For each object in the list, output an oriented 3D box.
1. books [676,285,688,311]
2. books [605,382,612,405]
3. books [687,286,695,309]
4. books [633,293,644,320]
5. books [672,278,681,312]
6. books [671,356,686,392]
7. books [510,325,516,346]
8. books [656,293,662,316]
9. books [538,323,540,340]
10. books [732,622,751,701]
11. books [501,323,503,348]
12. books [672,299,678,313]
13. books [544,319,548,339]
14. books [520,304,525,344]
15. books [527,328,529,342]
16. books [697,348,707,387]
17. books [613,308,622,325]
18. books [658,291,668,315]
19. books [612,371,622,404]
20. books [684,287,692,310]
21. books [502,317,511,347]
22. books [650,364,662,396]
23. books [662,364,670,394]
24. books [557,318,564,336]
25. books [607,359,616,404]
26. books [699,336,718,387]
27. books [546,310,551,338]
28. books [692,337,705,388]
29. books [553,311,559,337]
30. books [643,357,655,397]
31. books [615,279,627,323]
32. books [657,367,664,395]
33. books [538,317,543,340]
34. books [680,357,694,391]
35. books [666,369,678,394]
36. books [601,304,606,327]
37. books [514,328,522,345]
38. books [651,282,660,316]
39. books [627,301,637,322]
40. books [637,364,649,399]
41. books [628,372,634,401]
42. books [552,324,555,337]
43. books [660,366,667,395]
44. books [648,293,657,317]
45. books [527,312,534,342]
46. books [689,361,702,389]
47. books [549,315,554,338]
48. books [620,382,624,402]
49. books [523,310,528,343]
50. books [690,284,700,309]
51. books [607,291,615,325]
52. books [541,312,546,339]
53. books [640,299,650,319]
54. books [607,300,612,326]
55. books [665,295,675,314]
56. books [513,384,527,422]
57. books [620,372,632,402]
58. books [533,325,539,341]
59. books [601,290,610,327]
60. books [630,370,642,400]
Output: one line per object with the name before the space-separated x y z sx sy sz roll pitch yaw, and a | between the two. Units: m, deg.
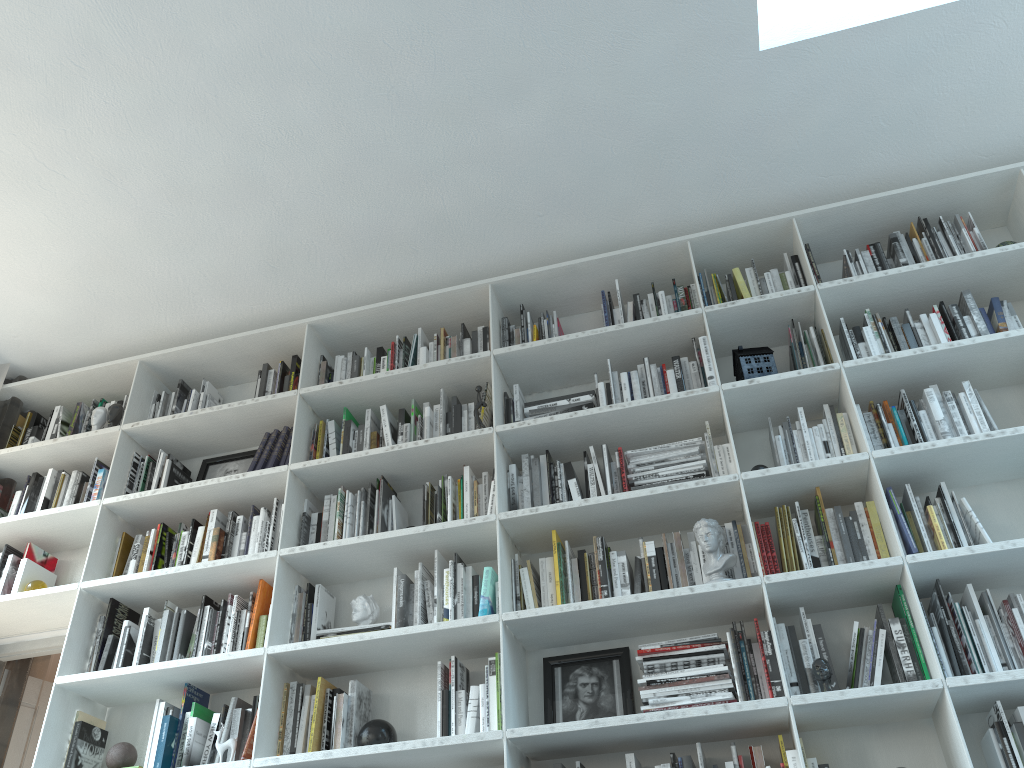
books | 0.714 -0.260 3.629 0.028 0.242 0.162 -11 -37 11
books | 0.403 0.120 3.492 0.024 0.222 0.129 -11 -37 11
books | 0.748 -0.263 3.622 0.014 0.237 0.154 -11 -37 11
books | 0.541 -0.229 3.681 0.028 0.268 0.141 -11 -37 11
books | 0.696 -0.278 3.658 0.012 0.306 0.139 -11 -37 11
books | 0.659 0.040 3.420 0.032 0.247 0.174 -11 -37 11
books | 0.025 -0.114 3.769 0.023 0.226 0.157 -11 -37 11
books | 0.621 -0.235 3.634 0.012 0.215 0.180 -11 -37 11
books | 0.135 -0.129 3.759 0.006 0.231 0.136 -11 -37 11
books | 0.735 0.920 2.813 0.011 0.297 0.131 -11 -37 11
books | -0.017 -0.116 3.785 0.012 0.252 0.161 -11 -37 11
books | 0.687 -0.230 3.635 0.014 0.203 0.135 -11 -37 11
books | 0.165 -0.144 3.730 0.016 0.218 0.144 -11 -37 11
books | 0.066 -0.167 3.794 0.014 0.339 0.146 -11 -37 11
books | 0.093 -0.113 3.755 0.011 0.204 0.146 -11 -37 11
books | 0.753 0.018 3.440 0.010 0.297 0.134 -11 -37 11
books | 0.457 -0.188 3.680 0.031 0.207 0.147 -11 -37 11
books | 0.634 -0.242 3.613 0.023 0.201 0.194 -11 -37 11
books | 0.428 0.094 3.470 0.021 0.236 0.172 -11 -37 11
books | 0.737 -0.258 3.633 0.014 0.243 0.146 -11 -37 11
books | -0.003 -0.130 3.766 0.026 0.251 0.186 -11 -37 11
books | 0.572 0.066 3.429 0.023 0.221 0.191 -11 -37 11
books | 0.612 0.059 3.428 0.012 0.229 0.159 -11 -37 11
books | 0.216 -0.148 3.741 0.004 0.234 0.138 -11 -37 11
books | 0.408 0.069 3.474 0.011 0.282 0.191 -11 -37 11
books | 0.755 -0.007 3.353 0.037 0.235 0.274 -11 -37 11
books | 0.173 -0.162 3.737 0.005 0.253 0.169 -11 -37 11
books | 0.737 -0.003 3.439 0.012 0.332 0.156 -11 -37 11
books | 0.203 -0.166 3.733 0.011 0.254 0.144 -11 -37 11
books | 0.552 0.057 3.454 0.023 0.268 0.186 -11 -37 11
books | 0.468 -0.254 3.694 0.010 0.329 0.187 -11 -37 11
books | 0.595 0.071 3.450 0.011 0.237 0.140 -11 -37 11
books | 0.141 -0.145 3.752 0.014 0.246 0.140 -11 -37 11
books | 0.692 0.038 3.431 0.029 0.260 0.133 -11 -37 11
books | 0.631 0.070 3.409 0.029 0.187 0.177 -11 -37 11
books | 0.401 -0.194 3.699 0.012 0.244 0.152 -11 -37 11
books | 0.046 -0.112 3.744 0.026 0.193 0.167 -11 -37 11
books | 0.607 -0.260 3.644 0.010 0.269 0.181 -11 -37 11
books | 0.501 -0.208 3.657 0.050 0.209 0.173 -11 -37 11
books | 0.532 0.072 3.476 0.029 0.272 0.141 -11 -37 11
books | 0.483 0.087 3.469 0.012 0.243 0.132 -11 -37 11
books | 0.197 -0.133 3.720 0.010 0.185 0.153 -11 -37 11
books | 0.602 0.065 3.436 0.010 0.229 0.153 -11 -37 11
books | 0.595 -0.235 3.649 0.023 0.235 0.155 -11 -37 11
books | 0.095 -0.154 3.749 0.011 0.263 0.164 -11 -37 11
books | 0.717 0.048 3.397 0.029 0.201 0.192 -11 -37 11
books | 0.187 -0.150 3.748 0.013 0.248 0.149 -11 -37 11
books | 0.447 0.111 3.466 0.011 0.203 0.134 -11 -37 11
books | 0.077 -0.155 3.774 0.010 0.294 0.154 -11 -37 11
books | 0.767 -0.270 3.629 0.022 0.255 0.137 -11 -37 11
books | 0.432 -0.226 3.700 0.011 0.294 0.158 -11 -37 11
books | 0.151 -0.157 3.749 0.013 0.263 0.147 -11 -37 11
books | 0.567 -0.219 3.640 0.033 0.201 0.167 -11 -37 11
books | 0.424 -0.208 3.700 0.011 0.265 0.130 -11 -37 11
books | 0.669 -0.234 3.652 0.026 0.232 0.137 -11 -37 11
books | 0.045 0.155 3.536 0.021 0.247 0.192 -11 -37 11
books | 0.461 0.095 3.455 0.027 0.215 0.191 -11 -37 11
books | 0.116 -0.123 3.736 0.023 0.194 0.173 -11 -37 11
books | 0.408 -0.225 3.697 0.014 0.290 0.177 -11 -37 11
books | 0.500 0.088 3.450 0.028 0.217 0.184 -11 -37 11
